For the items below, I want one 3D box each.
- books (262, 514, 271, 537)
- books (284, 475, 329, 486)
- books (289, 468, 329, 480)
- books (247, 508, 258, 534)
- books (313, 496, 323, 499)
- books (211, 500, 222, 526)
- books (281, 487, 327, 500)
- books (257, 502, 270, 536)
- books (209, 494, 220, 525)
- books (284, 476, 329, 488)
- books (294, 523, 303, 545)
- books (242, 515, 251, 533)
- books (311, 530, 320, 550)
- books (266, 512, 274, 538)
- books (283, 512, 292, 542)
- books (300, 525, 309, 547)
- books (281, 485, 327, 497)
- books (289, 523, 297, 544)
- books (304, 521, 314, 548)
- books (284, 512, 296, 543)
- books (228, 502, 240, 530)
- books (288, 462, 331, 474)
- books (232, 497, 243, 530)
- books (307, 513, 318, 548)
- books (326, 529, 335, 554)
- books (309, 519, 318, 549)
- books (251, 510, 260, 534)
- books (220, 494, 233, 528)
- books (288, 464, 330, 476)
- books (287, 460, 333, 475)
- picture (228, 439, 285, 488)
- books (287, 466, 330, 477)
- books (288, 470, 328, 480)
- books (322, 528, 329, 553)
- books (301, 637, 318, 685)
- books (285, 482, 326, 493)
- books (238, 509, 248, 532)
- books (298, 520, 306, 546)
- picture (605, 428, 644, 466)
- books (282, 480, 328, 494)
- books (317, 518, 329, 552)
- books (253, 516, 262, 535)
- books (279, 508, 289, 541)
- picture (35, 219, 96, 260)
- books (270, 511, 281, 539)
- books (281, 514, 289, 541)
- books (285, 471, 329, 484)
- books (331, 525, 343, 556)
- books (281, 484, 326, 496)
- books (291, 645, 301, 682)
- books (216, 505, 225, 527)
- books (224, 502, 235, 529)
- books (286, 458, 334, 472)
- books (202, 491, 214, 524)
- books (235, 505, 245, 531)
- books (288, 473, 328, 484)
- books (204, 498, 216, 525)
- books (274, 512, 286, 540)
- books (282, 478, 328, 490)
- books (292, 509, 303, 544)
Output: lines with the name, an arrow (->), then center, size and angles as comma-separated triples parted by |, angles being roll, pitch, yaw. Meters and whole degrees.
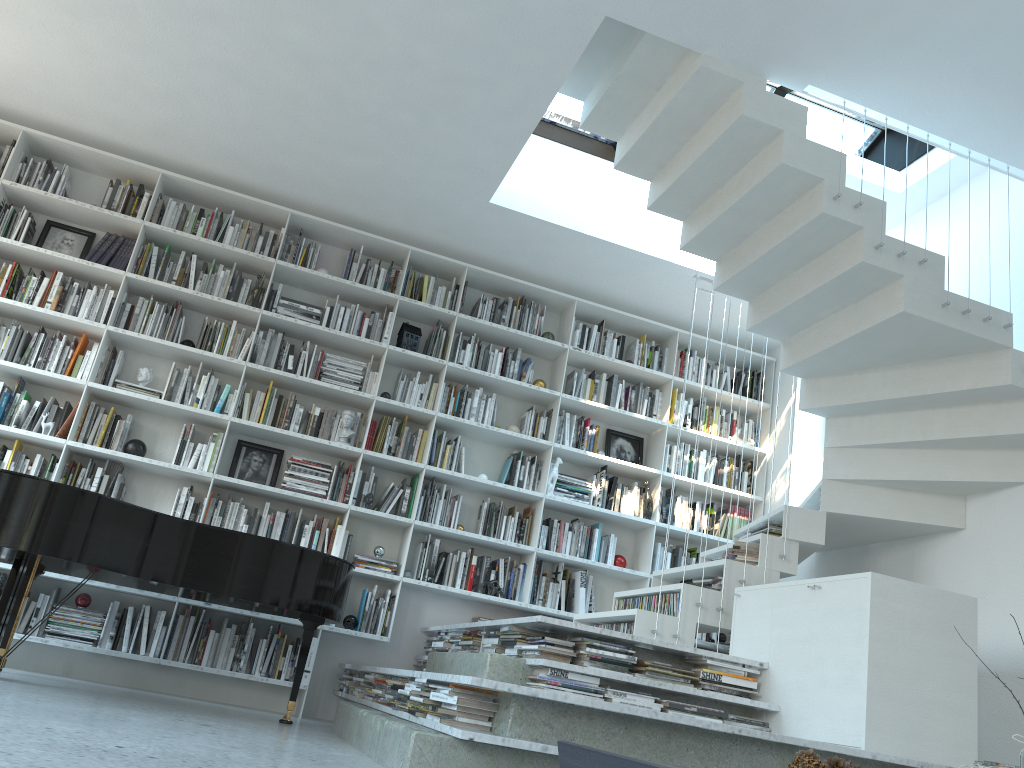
books -> -1.556, 0.937, 5.563 | 0.025, 0.219, 0.140 | 15, -20, -14
books -> -1.328, 0.636, 5.715 | 0.285, 0.012, 0.160 | 14, -20, -9
books -> -1.321, 0.592, 5.735 | 0.254, 0.012, 0.161 | 17, -21, -17
books -> -1.632, 0.900, 5.526 | 0.029, 0.237, 0.166 | 15, -20, -14
books -> -1.346, 0.726, 5.690 | 0.254, 0.012, 0.161 | 15, -20, -12
books -> -1.833, 0.846, 5.471 | 0.027, 0.233, 0.168 | 15, -20, -14
books -> -1.342, 0.713, 5.687 | 0.285, 0.012, 0.160 | 17, -21, -19
books -> -1.571, 0.895, 5.560 | 0.026, 0.290, 0.152 | 15, -20, -14
books -> -1.851, 0.824, 5.483 | 0.011, 0.274, 0.146 | 15, -20, -14
books -> -1.332, 0.649, 5.717 | 0.285, 0.012, 0.160 | 15, -20, -12
books -> -1.363, 0.990, 5.595 | 0.024, 0.206, 0.183 | 15, -20, -14
books -> -1.661, 0.916, 5.504 | 0.029, 0.183, 0.175 | 15, -20, -14
books -> -1.258, 1.029, 5.613 | 0.023, 0.182, 0.169 | 15, -20, -14
books -> -1.527, 0.934, 5.566 | 0.031, 0.236, 0.159 | 15, -20, -14
books -> -1.433, 0.946, 5.589 | 0.010, 0.260, 0.182 | 15, -20, -14
books -> -1.328, 1.001, 5.603 | 0.023, 0.203, 0.167 | 15, -20, -14
books -> -1.343, 0.704, 5.700 | 0.285, 0.012, 0.160 | 16, -20, -15
books -> -1.400, 0.987, 5.597 | 0.021, 0.202, 0.128 | 15, -20, -14
books -> -1.303, 0.993, 5.613 | 0.023, 0.233, 0.175 | 15, -20, -14
books -> -1.413, 0.948, 5.588 | 0.028, 0.263, 0.162 | 15, -20, -14
books -> -1.739, 0.868, 5.503 | 0.027, 0.245, 0.180 | 15, -20, -14
books -> -1.314, 0.557, 5.745 | 0.254, 0.012, 0.161 | 17, -21, -18
books -> -1.716, 0.855, 5.511 | 0.013, 0.281, 0.167 | 15, -20, -14
books -> -1.285, 0.974, 5.638 | 0.014, 0.292, 0.138 | 15, -20, -14
books -> -1.166, 1.039, 5.644 | 0.011, 0.215, 0.166 | 15, -20, -14
books -> -1.277, 0.997, 5.642 | 0.014, 0.255, 0.145 | 15, -20, -14
books -> -1.616, 0.912, 5.539 | 0.013, 0.229, 0.139 | 15, -20, -14
books -> -1.790, 0.841, 5.519 | 0.027, 0.289, 0.141 | 15, -20, -14
books -> -1.317, 0.569, 5.743 | 0.254, 0.012, 0.161 | 17, -21, -17
books -> -1.313, 0.547, 5.753 | 0.285, 0.012, 0.160 | 15, -20, -12
picture -> -1.647, 0.530, 5.699 | 0.300, 0.298, 0.078 | 15, -20, -14
books -> -1.318, 0.580, 5.737 | 0.254, 0.012, 0.161 | 17, -21, -18
books -> -1.323, 0.604, 5.731 | 0.254, 0.012, 0.161 | 14, -20, -11
books -> -1.191, 1.034, 5.636 | 0.042, 0.211, 0.169 | 15, -20, -14
books -> -1.238, 1.677, 5.372 | 0.038, 0.268, 0.278 | 15, -20, -14
books -> -1.336, 0.679, 5.700 | 0.254, 0.012, 0.161 | 17, -21, -19
books -> -1.684, 0.895, 5.507 | 0.023, 0.216, 0.175 | 15, -20, -14
books -> -1.346, 0.985, 5.614 | 0.014, 0.234, 0.154 | 15, -20, -14
picture -> 0.829, 0.502, 6.557 | 0.300, 0.298, 0.078 | 15, -20, -14
books -> -1.338, 0.672, 5.714 | 0.285, 0.012, 0.160 | 15, -20, -14
books -> -1.222, 1.000, 5.647 | 0.026, 0.271, 0.175 | 15, -20, -14
books -> -1.598, 0.929, 5.527 | 0.023, 0.195, 0.165 | 15, -20, -14
books -> -1.458, 0.933, 5.603 | 0.014, 0.285, 0.135 | 15, -20, -14
picture -> -2.873, -0.887, 5.686 | 0.300, 0.298, 0.078 | 15, -20, -14
books -> -1.504, 0.937, 5.589 | 0.025, 0.253, 0.136 | 15, -20, -14
books -> -1.447, 0.951, 5.595 | 0.011, 0.250, 0.159 | 15, -20, -14
books -> -1.323, 0.613, 5.722 | 0.285, 0.012, 0.160 | 14, -20, -9
books -> -1.131, 1.032, 5.652 | 0.033, 0.245, 0.176 | 15, -20, -14
books -> -1.338, 0.690, 5.695 | 0.285, 0.012, 0.160 | 14, -20, -9
books -> -1.312, 1.701, 5.401 | 0.029, 0.217, 0.191 | 15, -20, -14
books -> -1.815, 0.867, 5.484 | 0.024, 0.207, 0.170 | 15, -20, -14
books -> -1.768, 0.865, 5.513 | 0.024, 0.246, 0.132 | 15, -20, -14
books -> -1.309, 0.534, 5.750 | 0.285, 0.012, 0.160 | 17, -21, -19
books -> -1.891, 0.812, 5.483 | 0.012, 0.284, 0.160 | 15, -20, -14
books -> -1.709, 0.882, 5.526 | 0.021, 0.243, 0.142 | 15, -20, -14
books -> -1.326, 0.625, 5.719 | 0.254, 0.012, 0.161 | 17, -21, -19
books -> -1.875, 0.836, 5.479 | 0.029, 0.243, 0.154 | 15, -20, -14
books -> -1.473, 0.941, 5.570 | 0.026, 0.244, 0.192 | 15, -20, -14
books -> -1.335, 0.660, 5.716 | 0.285, 0.012, 0.160 | 15, -20, -13
books -> -1.373, 0.945, 5.607 | 0.012, 0.295, 0.178 | 15, -20, -14
